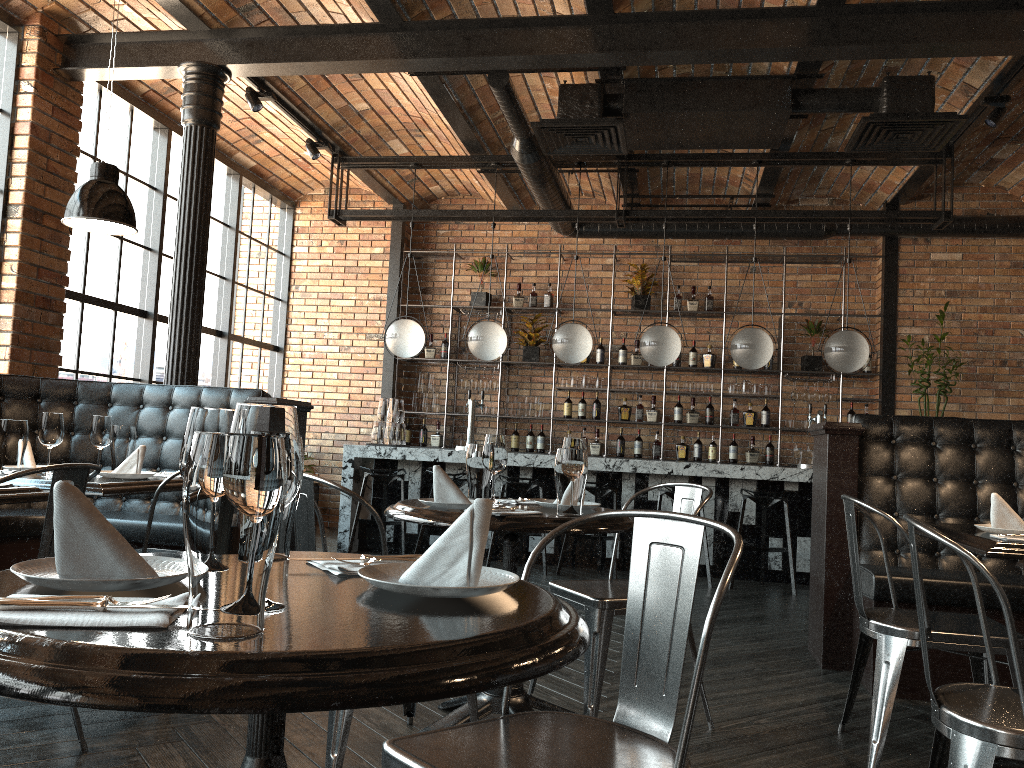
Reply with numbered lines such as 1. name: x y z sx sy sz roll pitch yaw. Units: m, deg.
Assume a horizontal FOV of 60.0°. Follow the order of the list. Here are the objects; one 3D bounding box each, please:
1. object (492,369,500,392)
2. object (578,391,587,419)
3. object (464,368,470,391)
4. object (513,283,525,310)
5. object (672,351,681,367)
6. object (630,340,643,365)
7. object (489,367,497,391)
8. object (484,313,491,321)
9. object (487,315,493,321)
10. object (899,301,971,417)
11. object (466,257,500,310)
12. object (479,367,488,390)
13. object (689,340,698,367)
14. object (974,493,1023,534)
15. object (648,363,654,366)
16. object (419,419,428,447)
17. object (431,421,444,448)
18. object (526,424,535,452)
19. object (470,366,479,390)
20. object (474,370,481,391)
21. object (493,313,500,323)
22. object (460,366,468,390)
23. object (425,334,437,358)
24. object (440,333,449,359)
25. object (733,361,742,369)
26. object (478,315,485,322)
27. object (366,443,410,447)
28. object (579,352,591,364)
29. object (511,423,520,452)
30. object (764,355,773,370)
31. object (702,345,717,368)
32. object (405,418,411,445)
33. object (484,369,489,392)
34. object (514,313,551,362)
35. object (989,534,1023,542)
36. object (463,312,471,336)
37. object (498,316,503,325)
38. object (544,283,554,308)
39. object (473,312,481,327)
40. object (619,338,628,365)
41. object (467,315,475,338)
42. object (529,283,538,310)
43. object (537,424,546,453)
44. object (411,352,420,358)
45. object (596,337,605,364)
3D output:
1. object: -0.168 -0.040 9.480 0.092 0.244 0.092 2 -4 16
2. object: 0.736 0.226 9.251 0.086 0.298 0.086 5 -5 -31
3. object: -0.476 -0.051 9.538 0.092 0.244 0.092 2 -4 16
4. object: 0.072 -0.933 9.432 0.123 0.279 0.123 3 -4 -1
5. object: 1.692 -0.309 9.089 0.086 0.299 0.086 5 -5 -31
6. object: 1.288 -0.315 9.146 0.123 0.279 0.123 3 -4 -1
7. object: -0.198 -0.052 9.319 0.092 0.244 0.092 2 -4 16
8. object: -0.271 -0.627 9.377 0.092 0.244 0.092 2 -4 16
9. object: -0.241 -0.614 9.539 0.092 0.244 0.092 2 -4 16
10. object: 3.857 0.044 8.099 0.673 1.546 0.584 6 -5 -40
11. object: -0.320 -1.084 9.541 0.377 0.554 0.422 3 -4 -2
12. object: -0.300 -0.056 9.338 0.092 0.244 0.092 2 -4 16
13. object: 1.858 -0.301 9.087 0.086 0.298 0.086 5 -5 -30
14. object: 1.677 0.437 2.966 0.232 0.139 0.232 5 -5 -31
15. object: 1.449 -0.310 9.131 0.083 0.282 0.083 2 -4 11
16. object: -0.945 0.520 9.478 0.086 0.297 0.086 -1 -5 44
17. object: -0.789 0.538 9.460 0.123 0.279 0.123 1 -4 24
18. object: 0.196 0.568 9.323 0.086 0.298 0.086 5 -5 -31
19. object: -0.397 -0.060 9.356 0.092 0.244 0.092 2 -4 16
20. object: -0.368 -0.047 9.517 0.092 0.244 0.092 2 -4 16
21. object: -0.169 -0.623 9.358 0.092 0.244 0.092 2 -4 16
22. object: -0.505 -0.064 9.376 0.092 0.244 0.092 2 -4 16
23. object: -0.875 -0.398 9.549 0.123 0.279 0.123 3 -4 0
24. object: -0.719 -0.402 9.538 0.086 0.299 0.086 5 -5 -31
25. object: 2.290 -0.285 8.981 0.086 0.299 0.086 5 -5 -30
26. object: -0.338 -0.618 9.557 0.092 0.244 0.092 2 -4 16
27. object: -1.084 0.538 7.789 0.273 0.019 0.437 2 -4 11
28. object: 0.752 -0.319 9.258 0.151 0.248 0.094 2 -4 14
29. object: 0.037 0.561 9.327 0.086 0.299 0.086 5 -5 -30
30. object: 2.581 -0.275 8.924 0.086 0.297 0.086 5 -5 -30
31. object: 2.008 -0.271 9.024 0.151 0.248 0.094 0 -5 39
32. object: -1.127 0.516 9.544 0.086 0.299 0.086 5 -5 -30
33. object: -0.270 -0.044 9.499 0.092 0.244 0.092 2 -4 16
34. object: 0.221 -0.480 9.340 0.430 0.526 0.425 1 -4 23
35. object: 1.617 0.472 2.712 0.255 0.019 0.157 2 -4 11
36. object: -0.476 -0.635 9.415 0.092 0.244 0.092 2 -4 16
37. object: -0.139 -0.610 9.520 0.092 0.244 0.092 2 -4 16
38. object: 0.390 -0.923 9.372 0.083 0.282 0.083 1 -4 26
39. object: -0.368 -0.631 9.395 0.092 0.244 0.092 2 -4 16
40. object: 1.154 -0.329 9.194 0.086 0.298 0.086 5 -5 -30
41. object: -0.446 -0.622 9.577 0.092 0.244 0.092 2 -4 16
42. object: 0.227 -0.930 9.402 0.083 0.282 0.083 3 -4 -4
43. object: 0.309 0.571 9.278 0.086 0.298 0.086 5 -5 -30
44. object: -1.041 -0.413 9.626 0.086 0.298 0.086 5 -5 -30
45. object: 0.925 -0.337 9.242 0.086 0.298 0.086 5 -5 -30
